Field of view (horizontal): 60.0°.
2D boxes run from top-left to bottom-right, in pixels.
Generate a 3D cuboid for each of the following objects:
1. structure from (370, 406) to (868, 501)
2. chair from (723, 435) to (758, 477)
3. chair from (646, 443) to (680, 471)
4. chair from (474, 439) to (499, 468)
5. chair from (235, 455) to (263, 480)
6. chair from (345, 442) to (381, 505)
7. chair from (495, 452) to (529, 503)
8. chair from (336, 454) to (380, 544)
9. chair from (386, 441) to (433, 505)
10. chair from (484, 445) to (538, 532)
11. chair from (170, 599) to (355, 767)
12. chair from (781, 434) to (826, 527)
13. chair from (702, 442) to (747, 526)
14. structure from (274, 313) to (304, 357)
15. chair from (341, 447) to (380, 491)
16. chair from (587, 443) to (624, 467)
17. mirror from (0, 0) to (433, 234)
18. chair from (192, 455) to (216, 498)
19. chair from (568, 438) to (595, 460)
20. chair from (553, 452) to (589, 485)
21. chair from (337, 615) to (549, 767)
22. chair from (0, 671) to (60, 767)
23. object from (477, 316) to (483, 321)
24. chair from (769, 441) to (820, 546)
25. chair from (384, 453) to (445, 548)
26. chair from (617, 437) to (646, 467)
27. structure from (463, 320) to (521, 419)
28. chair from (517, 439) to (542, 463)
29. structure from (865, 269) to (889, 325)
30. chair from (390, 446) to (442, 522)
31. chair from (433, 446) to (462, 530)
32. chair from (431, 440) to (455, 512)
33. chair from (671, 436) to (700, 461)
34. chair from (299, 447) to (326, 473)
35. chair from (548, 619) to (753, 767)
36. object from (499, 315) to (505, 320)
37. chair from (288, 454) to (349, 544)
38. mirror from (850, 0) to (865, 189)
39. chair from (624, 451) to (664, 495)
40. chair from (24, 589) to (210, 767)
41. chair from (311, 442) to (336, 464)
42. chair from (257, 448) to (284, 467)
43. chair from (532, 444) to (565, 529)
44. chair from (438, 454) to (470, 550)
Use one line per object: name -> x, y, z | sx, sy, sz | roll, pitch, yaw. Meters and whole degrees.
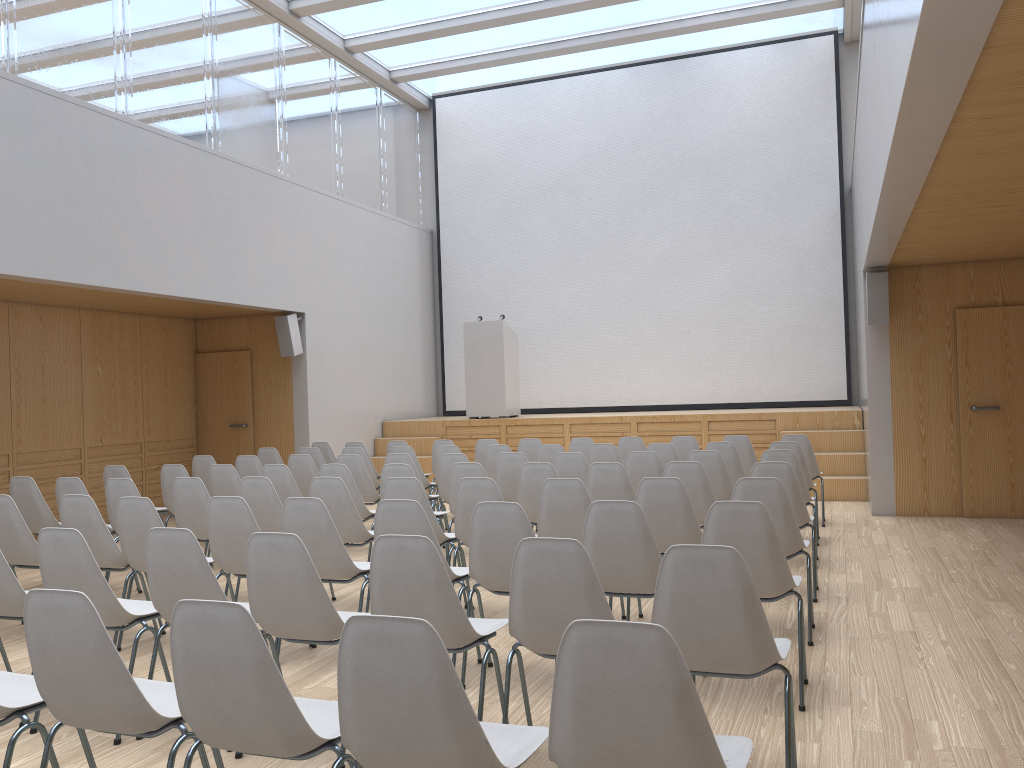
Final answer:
structure -> 1.399, 0.944, 12.408 | 6.552, 1.027, 2.728 | -2, -1, 20
chair -> 2.279, 0.933, 8.843 | 0.479, 0.876, 0.505 | -2, 0, 20
chair -> 1.406, 0.956, 8.026 | 0.479, 0.876, 0.505 | -2, 0, 20
chair -> -0.171, 1.027, 9.744 | 0.479, 0.876, 0.505 | -2, 0, 20
chair -> -2.322, 1.088, 8.332 | 0.479, 0.876, 0.505 | -2, 0, 20
chair -> -1.668, 1.083, 10.178 | 0.479, 0.876, 0.505 | -2, 0, 20
chair -> 0.100, 0.996, 7.503 | 0.479, 0.876, 0.505 | -2, 0, 20
chair -> -1.332, 1.050, 7.990 | 0.479, 0.876, 0.505 | -2, 0, 20
chair -> -1.169, 1.064, 10.038 | 0.479, 0.876, 0.505 | -2, 0, 20
chair -> -0.031, 1.011, 8.597 | 0.479, 0.876, 0.505 | -2, 0, 20
chair -> -0.649, 0.973, 2.432 | 0.479, 0.876, 0.505 | -2, 0, 20
chair -> 2.779, 0.914, 8.629 | 0.479, 0.876, 0.505 | -2, 0, 20
chair -> 1.904, 0.937, 7.905 | 0.479, 0.876, 0.505 | -2, 0, 20
structure -> -2.775, -0.610, 11.074 | 0.196, 0.542, 0.368 | -2, 0, 20
chair -> -1.495, 1.066, 9.093 | 0.479, 0.876, 0.505 | -2, 0, 20
chair -> 0.921, 0.975, 8.247 | 0.479, 0.876, 0.505 | -2, 0, 20
mirror -> -4.559, -3.526, 6.527 | 0.253, 2.090, 17.827 | -2, -1, 20
chair -> -2.808, 1.107, 8.573 | 0.479, 0.876, 0.505 | -2, 0, 20
chair -> 0.814, 0.989, 9.309 | 0.479, 0.876, 0.505 | -2, 0, 20
chair -> 0.559, 0.978, 7.272 | 0.479, 0.876, 0.505 | -2, 0, 20
chair -> -0.176, 0.955, 2.215 | 0.479, 0.876, 0.505 | -2, 0, 20
chair -> -1.651, 1.011, 2.757 | 0.479, 0.876, 0.505 | -2, 0, 20
object -> -0.475, -0.835, 12.782 | 0.166, 0.305, 0.252 | -2, 0, -8
chair -> 2.389, 0.918, 7.664 | 0.479, 0.876, 0.505 | -2, 0, 20
chair -> -0.880, 1.033, 7.844 | 0.479, 0.876, 0.505 | -2, 0, 20
chair -> 1.299, 0.971, 9.193 | 0.479, 0.876, 0.505 | -2, 0, 20
structure -> -0.283, -0.198, 12.785 | 0.605, 1.379, 0.605 | -2, 0, 20
chair -> 0.287, 1.009, 9.525 | 0.479, 0.876, 0.505 | -2, 0, 20
structure -> 3.597, -0.853, 8.729 | 0.196, 0.542, 0.368 | -2, 0, 20
chair -> -0.986, 1.048, 8.968 | 0.479, 0.876, 0.505 | -2, 0, 20
chair -> -0.514, 1.029, 8.732 | 0.479, 0.876, 0.505 | -2, 0, 20
chair -> -0.649, 1.045, 9.890 | 0.479, 0.876, 0.505 | -2, 0, 20
chair -> 1.796, 0.951, 8.991 | 0.479, 0.876, 0.505 | -2, 0, 20
chair -> -1.976, 1.085, 9.313 | 0.479, 0.876, 0.505 | -2, 0, 20
chair -> 0.323, 0.937, 2.104 | 0.479, 0.876, 0.505 | -2, 0, 20
object -> -0.148, -0.848, 12.662 | 0.166, 0.305, 0.252 | -2, 0, -8
chair -> -1.812, 1.069, 8.217 | 0.479, 0.876, 0.505 | -2, 0, 20
mirror -> 1.811, -3.770, 4.183 | 0.253, 2.090, 17.827 | -2, -1, 20
chair -> 1.112, 0.957, 7.111 | 0.479, 0.876, 0.505 | -2, 0, 20
chair -> -1.131, 0.992, 2.628 | 0.479, 0.876, 0.505 | -2, 0, 20
chair -> -2.103, 1.100, 10.425 | 0.479, 0.876, 0.505 | -2, 0, 20
chair -> -2.463, 1.104, 9.522 | 0.479, 0.876, 0.505 | -2, 0, 20
chair -> 0.454, 0.993, 8.449 | 0.479, 0.876, 0.505 | -2, 0, 20
chair -> -0.382, 1.013, 7.574 | 0.479, 0.876, 0.505 | -2, 0, 20
